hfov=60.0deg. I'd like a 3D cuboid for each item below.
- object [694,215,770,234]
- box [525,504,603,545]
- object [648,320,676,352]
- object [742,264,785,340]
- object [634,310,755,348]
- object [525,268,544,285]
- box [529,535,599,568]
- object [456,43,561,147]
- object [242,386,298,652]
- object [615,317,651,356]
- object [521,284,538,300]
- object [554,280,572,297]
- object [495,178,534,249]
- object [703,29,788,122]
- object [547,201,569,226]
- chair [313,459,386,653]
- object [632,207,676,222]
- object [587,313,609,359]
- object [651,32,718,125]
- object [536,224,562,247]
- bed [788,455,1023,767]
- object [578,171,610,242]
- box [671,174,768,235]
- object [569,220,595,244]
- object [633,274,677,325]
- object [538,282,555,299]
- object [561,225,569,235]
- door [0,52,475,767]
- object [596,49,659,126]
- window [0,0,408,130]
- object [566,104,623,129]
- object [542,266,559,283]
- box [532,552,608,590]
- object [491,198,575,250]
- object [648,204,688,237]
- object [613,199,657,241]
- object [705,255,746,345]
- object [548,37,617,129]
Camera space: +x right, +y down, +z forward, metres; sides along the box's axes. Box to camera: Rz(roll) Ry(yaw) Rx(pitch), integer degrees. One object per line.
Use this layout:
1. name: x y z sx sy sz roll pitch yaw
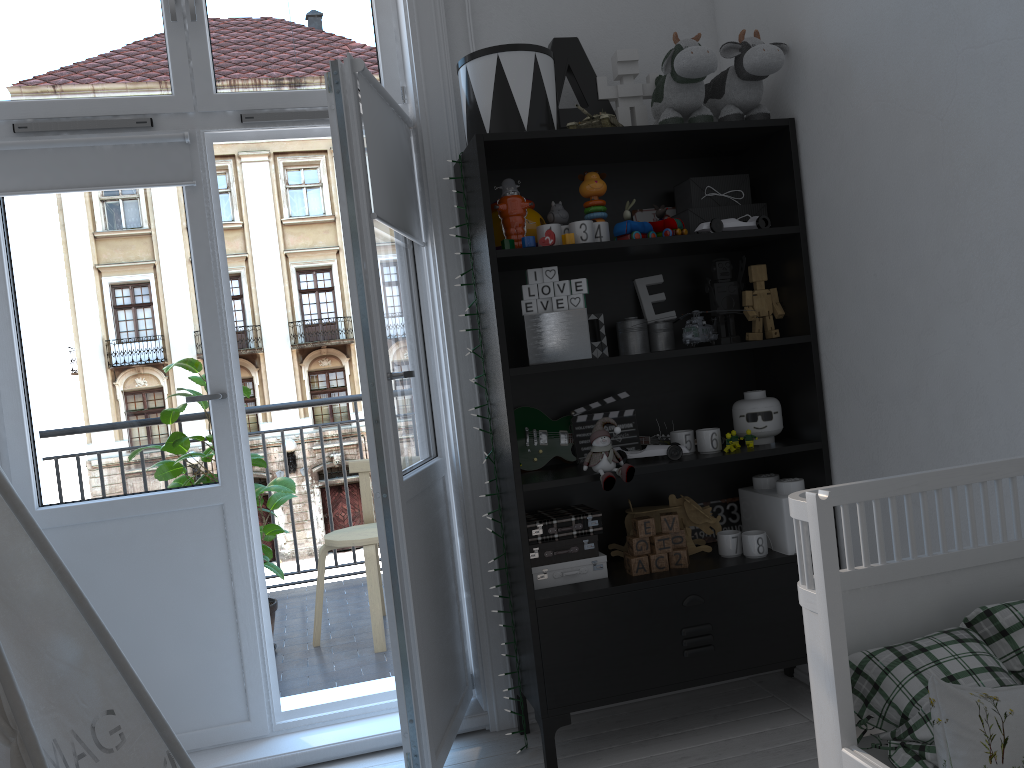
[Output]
1. object: 0.621 -0.446 2.502 0.230 0.048 0.098 -7 1 -23
2. box: 0.128 0.396 2.504 0.215 0.062 0.179 -7 1 -13
3. object: 0.475 -0.146 2.579 0.078 0.091 0.246 -7 1 -19
4. object: 0.732 -0.239 2.595 0.114 0.221 0.052 -7 2 -14
5. object: 0.533 -0.159 2.559 0.367 0.106 0.349 -7 1 -11
6. object: 0.060 -0.288 2.384 0.040 0.040 0.040 -7 1 -8
7. box: 0.117 0.459 2.500 0.215 0.062 0.179 -7 1 -13
8. object: 0.010 -0.785 2.520 0.272 0.259 0.394 -6 1 15
9. object: -1.196 0.502 3.620 0.720 1.225 0.489 -6 1 -3
10. object: 0.359 -0.143 2.638 0.095 0.110 0.095 -7 1 -9
11. object: 0.048 -0.246 2.385 0.040 0.040 0.040 -6 1 -3
12. object: 0.138 -0.256 2.382 0.040 0.040 0.040 -6 1 17
13. object: 0.010 -0.453 2.383 0.105 0.203 0.072 -7 1 -6
14. object: 0.619 -0.847 2.544 0.211 0.253 0.386 -7 1 -30
15. object: 0.137 -0.449 2.563 0.063 0.160 0.063 -7 2 -35
16. chair: -0.582 0.689 3.738 0.436 0.715 0.497 -6 2 32
17. object: 0.544 -0.486 2.736 0.347 0.132 0.037 -7 2 -13
18. object: 0.245 -0.142 2.646 0.070 0.135 0.028 -7 2 -14
19. object: 0.473 -0.829 2.505 0.154 0.253 0.370 -7 1 -5
20. object: 0.103 -0.395 2.404 0.067 0.067 0.067 -7 1 -12
21. bed: 0.959 0.539 0.884 0.670 0.833 1.404 -7 1 -13
22. object: 0.231 -0.484 2.459 0.077 0.213 0.077 -6 2 20
23. box: 0.616 -0.519 2.644 0.251 0.189 0.179 -7 1 -13
24. object: 0.190 -0.405 2.409 0.067 0.067 0.067 -7 1 -12
25. object: 0.435 -0.257 2.700 0.107 0.151 0.055 -7 2 -13
26. object: 0.093 -0.251 2.384 0.040 0.040 0.040 -6 1 7
27. object: 0.144 -0.401 2.459 0.067 0.067 0.067 -7 2 -39
28. door: -0.773 0.140 2.383 1.263 1.839 0.636 -7 2 -11
29. object: 0.351 -0.841 2.646 0.190 0.290 0.065 -7 2 -8
30. window: -0.961 -1.100 2.592 1.262 0.660 0.101 -7 2 -13
31. object: 0.230 -0.728 2.460 0.121 0.100 0.338 -6 1 22
32. object: 0.102 -0.292 2.382 0.040 0.040 0.040 -6 1 -3
33. box: 0.142 0.517 2.506 0.215 0.062 0.179 -7 1 -13
34. object: 0.027 -0.452 2.459 0.197 0.197 0.318 -7 1 -17
35. object: 0.438 -0.465 2.551 0.087 0.112 0.122 -8 2 -42
36. object: 0.341 -0.453 2.485 0.121 0.126 0.087 -7 2 -36
37. object: 0.642 -0.249 2.637 0.117 0.259 0.081 -7 2 -13
38. object: 0.173 -0.848 2.635 0.343 0.344 0.057 -7 2 -13
